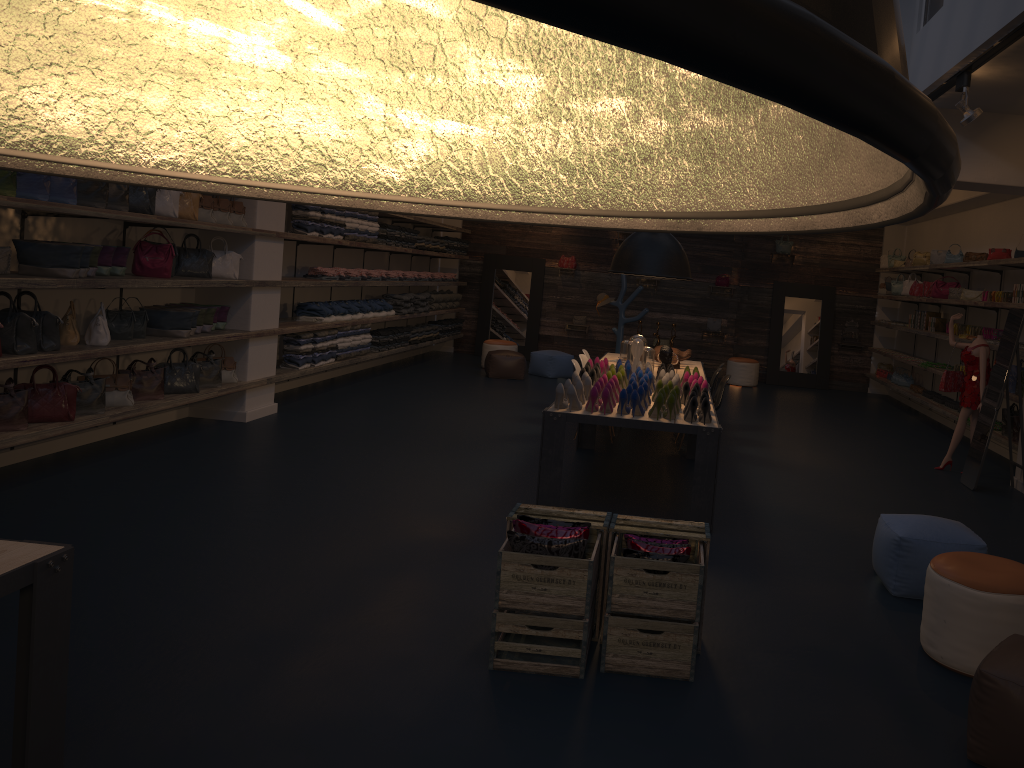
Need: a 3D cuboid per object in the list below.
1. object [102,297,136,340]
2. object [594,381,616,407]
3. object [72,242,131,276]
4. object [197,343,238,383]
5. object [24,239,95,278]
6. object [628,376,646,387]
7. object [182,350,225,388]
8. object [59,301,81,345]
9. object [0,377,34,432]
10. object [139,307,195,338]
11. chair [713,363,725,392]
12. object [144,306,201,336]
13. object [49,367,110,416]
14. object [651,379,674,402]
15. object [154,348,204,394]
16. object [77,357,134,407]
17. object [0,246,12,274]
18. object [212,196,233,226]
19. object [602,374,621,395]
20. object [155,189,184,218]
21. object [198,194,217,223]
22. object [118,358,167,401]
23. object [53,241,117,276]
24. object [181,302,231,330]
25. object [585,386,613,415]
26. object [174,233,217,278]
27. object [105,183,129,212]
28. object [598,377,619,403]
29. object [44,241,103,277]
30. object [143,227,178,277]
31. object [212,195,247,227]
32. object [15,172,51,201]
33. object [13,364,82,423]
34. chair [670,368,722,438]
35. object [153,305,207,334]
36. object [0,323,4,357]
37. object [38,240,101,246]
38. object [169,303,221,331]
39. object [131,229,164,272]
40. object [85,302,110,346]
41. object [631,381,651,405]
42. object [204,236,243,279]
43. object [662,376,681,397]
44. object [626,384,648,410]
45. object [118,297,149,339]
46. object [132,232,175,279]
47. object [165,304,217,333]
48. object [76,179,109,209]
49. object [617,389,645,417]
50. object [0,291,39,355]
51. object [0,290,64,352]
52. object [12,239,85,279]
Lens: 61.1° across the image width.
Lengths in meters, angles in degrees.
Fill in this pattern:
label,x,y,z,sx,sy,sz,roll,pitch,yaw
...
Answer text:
label,x,y,z,sx,sy,sz,roll,pitch,yaw
object,-2.993,-0.494,6.610,0.255,0.327,0.100,1,5,-38
object,0.672,0.071,6.401,0.199,0.194,0.247,6,6,7
object,-3.118,-0.938,6.562,0.434,0.234,0.172,4,5,-14
object,-2.732,-0.192,8.007,0.415,0.365,0.165,0,6,-43
object,-3.054,-0.837,5.837,0.442,0.231,0.168,3,5,-22
object,1.002,0.030,6.942,0.199,0.194,0.247,6,6,7
object,-2.717,-0.132,7.669,0.408,0.337,0.200,0,7,-43
object,-3.135,-0.437,6.136,0.165,0.307,0.320,3,6,-24
object,-3.180,0.129,5.384,0.200,0.337,0.408,9,7,44
object,-2.822,-0.500,7.102,0.434,0.231,0.171,4,5,-15
chair,2.242,0.125,10.401,0.536,0.798,0.475,6,4,7
object,-2.848,-0.526,7.278,0.443,0.231,0.168,2,5,-23
object,-3.024,0.050,6.089,0.408,0.337,0.200,0,7,-43
object,1.216,0.054,6.916,0.199,0.194,0.247,6,6,7
object,-2.799,-0.115,7.274,0.178,0.384,0.460,8,6,41
object,-3.031,-0.014,6.463,0.415,0.365,0.165,0,6,-43
object,-3.226,-0.768,5.340,0.097,0.174,0.287,7,6,29
object,-2.673,-1.597,7.679,0.415,0.365,0.165,0,6,-43
object,0.791,0.012,6.933,0.195,0.194,0.252,7,6,15
object,-2.784,-1.500,6.762,0.178,0.384,0.461,9,6,44
object,-2.727,-1.565,7.400,0.415,0.365,0.165,0,6,-43
object,-2.898,-0.039,6.838,0.200,0.337,0.408,9,7,44
object,-3.140,-0.912,6.356,0.440,0.234,0.169,3,5,-20
object,-2.834,-0.621,8.024,0.434,0.234,0.171,4,5,-15
object,0.619,0.104,6.115,0.201,0.194,0.245,6,6,4
object,-2.810,-1.127,7.618,0.178,0.384,0.460,8,6,41
object,-2.886,-1.401,6.162,0.408,0.337,0.200,0,7,-43
object,0.730,0.041,6.671,0.197,0.194,0.250,6,6,11
object,-3.083,-0.861,6.016,0.440,0.234,0.169,3,5,-20
object,-2.923,-1.093,7.172,0.313,0.408,0.127,3,4,-25
object,-2.623,-1.626,7.933,0.415,0.365,0.165,0,6,-43
object,-3.069,-1.302,5.413,0.174,0.303,0.404,8,6,37
object,-3.100,0.058,5.764,0.178,0.384,0.461,9,6,43
chair,2.051,0.196,9.739,0.540,0.798,0.472,5,4,4
object,-2.857,-0.549,7.464,0.441,0.234,0.169,3,5,-21
object,-3.233,-0.358,5.164,0.424,0.384,0.194,5,4,2
object,-3.165,-0.890,6.174,0.436,0.234,0.171,3,5,-16
object,-2.862,-0.598,7.831,0.441,0.234,0.169,3,5,-21
object,-2.907,-1.060,7.027,0.213,0.383,0.270,7,5,29
object,-2.990,-0.442,6.282,0.165,0.307,0.320,3,6,-24
object,0.978,0.063,6.679,0.200,0.194,0.245,6,6,5
object,-2.680,-1.156,7.927,0.461,0.384,0.178,0,6,-40
object,1.307,0.023,7.217,0.199,0.194,0.247,6,6,7
object,0.910,0.092,6.420,0.199,0.194,0.247,6,6,7
object,-2.965,-0.513,6.775,0.255,0.327,0.100,1,5,-38
object,-2.851,-1.026,6.901,0.204,0.360,0.265,8,5,32
object,-2.835,-0.572,7.655,0.436,0.234,0.170,3,5,-17
object,-2.939,-1.373,5.912,0.403,0.337,0.202,2,5,-29
object,0.838,0.123,6.131,0.195,0.194,0.252,6,6,14
object,-3.171,-0.389,5.444,0.421,0.384,0.195,6,4,4
object,-3.148,-0.417,5.669,0.430,0.384,0.191,5,4,-4
object,-3.028,-0.813,5.674,0.434,0.231,0.172,4,5,-14
